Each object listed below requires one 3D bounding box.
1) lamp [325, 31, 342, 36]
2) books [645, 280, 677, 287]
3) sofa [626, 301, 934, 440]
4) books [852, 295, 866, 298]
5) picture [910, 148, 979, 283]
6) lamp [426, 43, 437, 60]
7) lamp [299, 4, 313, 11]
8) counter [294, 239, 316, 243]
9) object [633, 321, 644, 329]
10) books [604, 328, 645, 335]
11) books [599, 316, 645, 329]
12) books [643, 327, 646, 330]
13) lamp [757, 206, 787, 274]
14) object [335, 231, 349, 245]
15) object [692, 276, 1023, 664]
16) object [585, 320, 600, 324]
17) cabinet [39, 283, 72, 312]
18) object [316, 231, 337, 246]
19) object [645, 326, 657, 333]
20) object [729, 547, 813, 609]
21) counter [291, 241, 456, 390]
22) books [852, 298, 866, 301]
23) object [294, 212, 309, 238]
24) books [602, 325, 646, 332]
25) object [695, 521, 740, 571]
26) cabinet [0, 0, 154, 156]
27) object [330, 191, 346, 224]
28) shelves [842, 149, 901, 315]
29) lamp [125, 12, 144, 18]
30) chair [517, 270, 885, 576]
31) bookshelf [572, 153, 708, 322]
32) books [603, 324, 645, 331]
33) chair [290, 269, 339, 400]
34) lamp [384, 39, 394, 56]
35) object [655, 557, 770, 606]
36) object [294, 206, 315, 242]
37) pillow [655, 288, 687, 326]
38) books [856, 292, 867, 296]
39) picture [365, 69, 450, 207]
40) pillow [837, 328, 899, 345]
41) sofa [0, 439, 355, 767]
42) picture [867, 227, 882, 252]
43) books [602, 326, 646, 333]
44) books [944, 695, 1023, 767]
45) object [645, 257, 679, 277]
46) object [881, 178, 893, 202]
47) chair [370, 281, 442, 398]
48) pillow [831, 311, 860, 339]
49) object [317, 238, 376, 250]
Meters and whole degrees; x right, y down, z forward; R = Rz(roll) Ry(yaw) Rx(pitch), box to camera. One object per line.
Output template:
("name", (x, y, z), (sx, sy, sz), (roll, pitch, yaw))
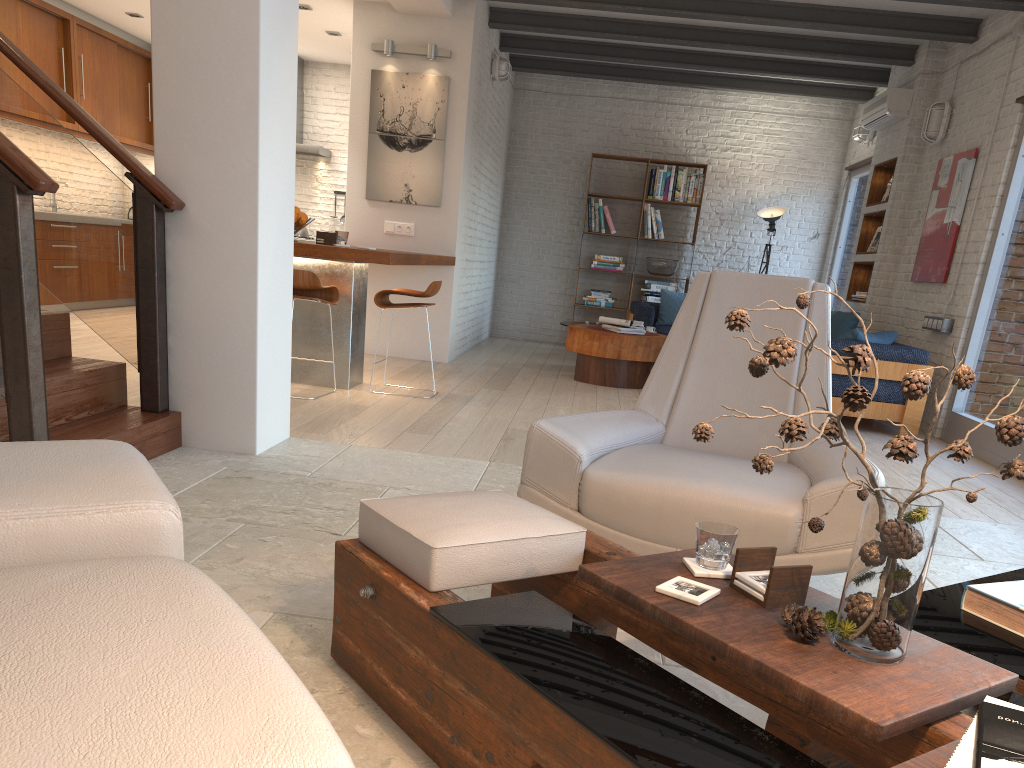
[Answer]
("lamp", (-1.697, -3.356, 8.297), (0.123, 0.057, 0.119), (7, 10, 4))
("books", (1.783, -1.212, 10.480), (0.379, 0.038, 0.235), (7, 8, 4))
("sofa", (2.153, -0.293, 8.212), (2.076, 0.689, 3.796), (7, 9, 4))
("books", (3.369, -0.833, 8.351), (0.170, 0.019, 0.227), (7, 8, 6))
("picture", (3.395, -1.297, 6.882), (0.019, 1.002, 0.711), (7, 14, 5))
("lamp", (-0.652, -2.699, 7.084), (0.078, 0.109, 0.078), (15, 17, 31))
("lamp", (-1.782, -3.242, 7.452), (0.123, 0.057, 0.119), (7, 10, 4))
("counter", (-3.076, -1.519, 8.804), (3.517, 0.073, 3.203), (7, 8, 4))
("object", (1.178, -0.532, 8.170), (0.107, 0.113, 0.104), (11, 14, 20))
("books", (0.978, -0.462, 7.612), (0.253, 0.011, 0.305), (4, 9, -16))
("books", (0.968, -0.519, 7.664), (0.314, 0.114, 0.268), (13, 12, 36))
("books", (1.242, -0.563, 8.737), (0.230, 0.024, 0.157), (0, 11, -37))
("lamp", (3.036, -1.078, 10.037), (0.506, 1.926, 0.829), (-1, 17, -23))
("object", (-1.117, -0.958, 5.723), (0.090, 0.088, 0.088), (10, 14, 19))
("object", (0.510, 0.150, 1.377), (0.541, 0.634, 0.302), (0, 17, -24))
("object", (0.882, -0.626, 8.890), (0.302, 0.028, 0.065), (3, 10, -18))
("cabinet", (-3.261, -2.124, 9.002), (4.767, 2.957, 2.176), (0, 15, -30))
("object", (-1.235, -0.969, 5.806), (0.093, 0.086, 0.111), (-5, 16, -40))
("object", (1.324, -0.515, 8.347), (0.155, 0.059, 0.259), (6, 9, -3))
("object", (0.504, 0.376, 1.704), (0.094, 0.086, 0.110), (0, 13, -23))
("counter", (-1.491, -0.588, 6.631), (1.683, 0.960, 2.399), (7, 10, 4))
("books", (3.361, -0.809, 8.371), (0.161, 0.018, 0.243), (8, 9, 14))
("object", (-2.439, -1.822, 9.904), (0.259, 0.287, 0.255), (12, 15, 25))
("books", (0.971, -0.484, 7.604), (0.252, 0.011, 0.306), (2, 9, -26))
("object", (0.419, 0.338, 1.808), (0.090, 0.088, 0.088), (-3, 16, -35))
("cabinet", (-4.455, -3.050, 8.468), (0.461, 1.210, 3.211), (7, 9, 5))
("object", (-1.782, -2.013, 10.121), (0.668, 0.407, 0.134), (7, 16, 3))
("shelves", (3.461, -1.382, 8.203), (0.192, 1.490, 0.734), (7, 16, 5))
("lamp", (-3.644, -3.581, 8.414), (0.123, 0.057, 0.119), (7, 10, 4))
("chair", (0.664, 0.164, 2.780), (1.015, 1.061, 0.941), (11, 14, 20))
("bookshelf", (1.469, -1.488, 10.407), (1.316, 2.299, 0.348), (7, 17, 3))
("books", (0.971, -0.494, 7.593), (0.253, 0.011, 0.305), (3, 9, -21))
("chair", (-1.355, -0.329, 5.502), (0.404, 0.809, 0.403), (7, 15, 4))
("lamp", (-1.004, -2.740, 7.105), (0.078, 0.109, 0.078), (15, 17, 31))
("object", (0.391, 0.384, 1.742), (0.271, 0.036, 0.239), (2, 9, -24))
("object", (-1.500, -1.071, 5.806), (0.365, 0.232, 0.349), (0, 13, -30))
("pillow", (1.898, -0.829, 9.722), (0.555, 0.427, 0.213), (7, 15, 3))
("books", (3.374, -0.860, 8.349), (0.131, 0.035, 0.199), (8, 9, 14))
("picture", (-0.889, -2.063, 7.355), (0.654, 1.060, 0.019), (7, 17, 3))
("pillow", (2.623, -0.264, 6.632), (0.561, 0.343, 0.363), (-2, 15, -35))
("sofa", (-0.630, 0.451, 0.718), (1.137, 0.789, 2.247), (-2, 12, -36))
("picture", (3.474, -1.366, 8.257), (0.102, 0.255, 0.184), (5, 14, -5))
("books", (0.978, -0.475, 7.624), (0.252, 0.011, 0.306), (2, 9, -26))
("books", (0.657, 0.494, 1.033), (0.244, 0.078, 0.394), (13, 11, 36))
("object", (1.786, -1.394, 10.439), (0.396, 0.210, 0.391), (-4, 14, -43))
("object", (3.493, -1.791, 8.029), (0.112, 0.253, 0.208), (9, 14, 12))
("chair", (-0.702, -0.328, 5.976), (0.422, 0.809, 0.386), (7, 16, 4))
("pillow", (2.861, -0.474, 7.884), (0.254, 0.434, 1.164), (7, 9, 4))
("object", (-1.113, -0.926, 5.766), (0.394, 0.036, 0.191), (7, 9, 7))
